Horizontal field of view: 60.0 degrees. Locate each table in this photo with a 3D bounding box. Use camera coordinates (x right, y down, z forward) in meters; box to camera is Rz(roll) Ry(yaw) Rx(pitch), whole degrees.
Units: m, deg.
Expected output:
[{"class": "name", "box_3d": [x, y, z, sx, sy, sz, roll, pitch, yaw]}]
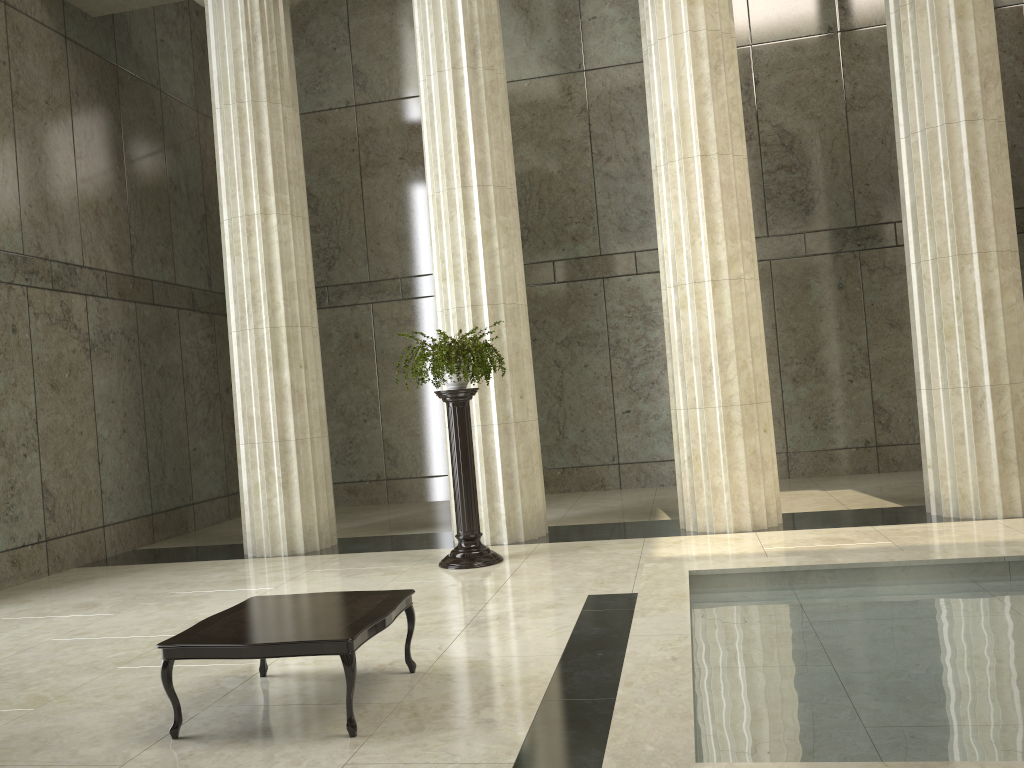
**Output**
[{"class": "table", "box_3d": [-1.191, 1.541, 4.973, 1.123, 0.494, 1.134, -5, -1, 9]}]

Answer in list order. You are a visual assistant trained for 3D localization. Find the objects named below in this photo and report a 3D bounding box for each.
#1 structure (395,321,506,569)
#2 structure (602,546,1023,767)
[{"class": "structure", "box_3d": [-0.507, 0.587, 8.851, 1.159, 2.386, 1.053, -6, -1, 41]}, {"class": "structure", "box_3d": [6.292, 1.067, 3.513, 11.573, 0.508, 3.754, -5, -1, 11]}]
